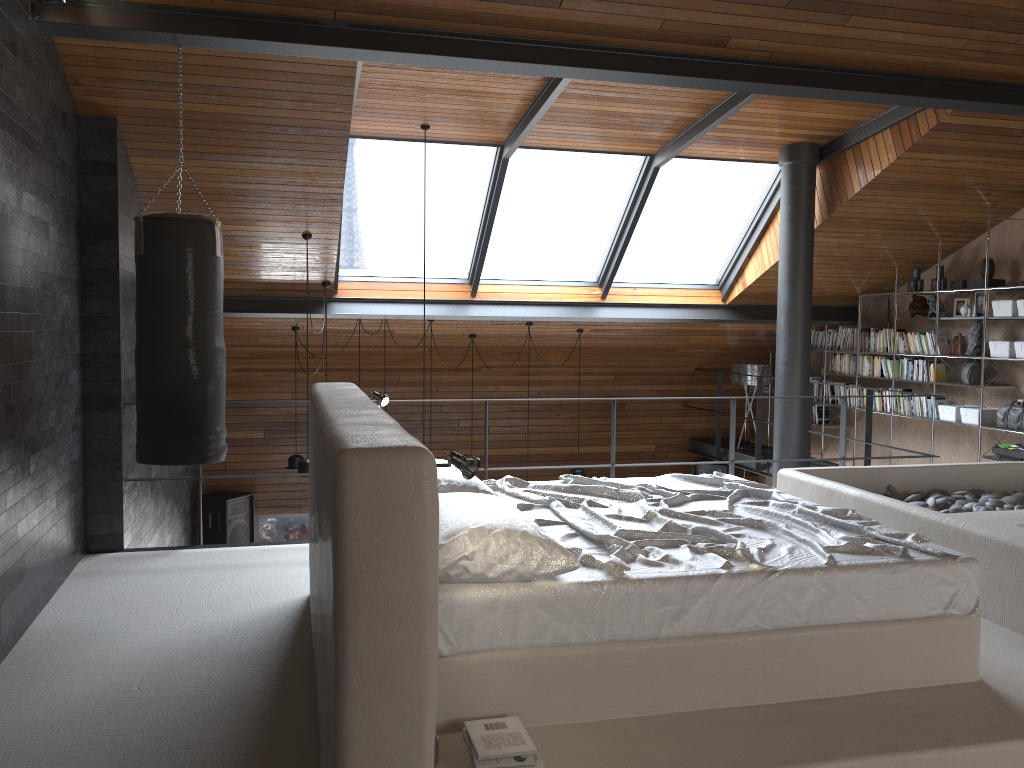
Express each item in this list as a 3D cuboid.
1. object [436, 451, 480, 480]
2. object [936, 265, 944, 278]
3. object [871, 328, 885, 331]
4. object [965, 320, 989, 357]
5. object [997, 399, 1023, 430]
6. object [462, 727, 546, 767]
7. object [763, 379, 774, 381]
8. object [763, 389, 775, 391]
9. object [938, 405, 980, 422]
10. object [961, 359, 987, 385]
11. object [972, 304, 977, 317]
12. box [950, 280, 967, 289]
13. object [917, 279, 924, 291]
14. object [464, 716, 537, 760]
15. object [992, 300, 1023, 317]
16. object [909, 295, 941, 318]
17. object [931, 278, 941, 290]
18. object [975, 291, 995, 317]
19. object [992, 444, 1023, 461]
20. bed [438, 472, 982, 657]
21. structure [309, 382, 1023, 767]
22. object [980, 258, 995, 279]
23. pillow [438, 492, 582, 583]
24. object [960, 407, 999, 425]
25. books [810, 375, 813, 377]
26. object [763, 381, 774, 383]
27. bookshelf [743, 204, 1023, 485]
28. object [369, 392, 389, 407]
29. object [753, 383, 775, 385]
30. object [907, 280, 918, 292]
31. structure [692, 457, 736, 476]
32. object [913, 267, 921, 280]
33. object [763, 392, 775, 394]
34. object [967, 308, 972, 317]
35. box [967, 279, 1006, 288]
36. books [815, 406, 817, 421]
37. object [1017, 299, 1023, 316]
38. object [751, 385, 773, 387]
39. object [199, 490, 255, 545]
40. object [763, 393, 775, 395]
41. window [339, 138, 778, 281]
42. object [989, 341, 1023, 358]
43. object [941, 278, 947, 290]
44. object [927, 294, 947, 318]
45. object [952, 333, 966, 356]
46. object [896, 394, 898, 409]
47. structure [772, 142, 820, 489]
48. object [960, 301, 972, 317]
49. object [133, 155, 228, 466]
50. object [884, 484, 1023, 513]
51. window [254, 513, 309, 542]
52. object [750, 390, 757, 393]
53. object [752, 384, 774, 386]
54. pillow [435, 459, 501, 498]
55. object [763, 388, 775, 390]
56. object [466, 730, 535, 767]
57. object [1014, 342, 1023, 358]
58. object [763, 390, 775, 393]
[{"bbox_3d":[-0.160,0.230,2.355,0.156,0.106,0.087,-1,4,-17],"label":"object"},{"bbox_3d":[3.917,-1.025,8.115,0.029,0.114,0.084,0,4,-2],"label":"object"},{"bbox_3d":[3.699,-0.445,8.968,0.146,0.240,0.023,0,4,-14],"label":"object"},{"bbox_3d":[4.008,-0.386,7.652,0.157,0.339,0.229,1,4,13],"label":"object"},{"bbox_3d":[4.143,0.249,7.218,0.166,0.247,0.376,0,4,-16],"label":"object"},{"bbox_3d":[-0.027,1.018,2.464,0.176,0.028,0.269,0,4,-14],"label":"object"},{"bbox_3d":[3.150,-0.051,11.171,0.233,0.021,0.174,0,4,-14],"label":"object"},{"bbox_3d":[3.208,0.072,10.919,0.201,0.013,0.161,0,4,-14],"label":"object"},{"bbox_3d":[3.980,0.260,7.875,0.295,0.136,0.228,0,4,-14],"label":"object"},{"bbox_3d":[4.031,-0.117,7.743,0.166,0.240,0.390,2,4,19],"label":"object"},{"bbox_3d":[3.961,-0.629,7.585,0.037,0.114,0.037,-1,4,-28],"label":"object"},{"bbox_3d":[4.011,-0.868,7.803,0.208,0.079,0.207,1,4,0],"label":"box"},{"bbox_3d":[3.826,-0.920,8.304,0.029,0.117,0.086,1,4,6],"label":"object"},{"bbox_3d":[-0.036,0.984,2.472,0.161,0.015,0.206,0,4,-14],"label":"object"},{"bbox_3d":[4.132,-0.619,7.270,0.295,0.136,0.228,0,4,-14],"label":"object"},{"bbox_3d":[3.870,-0.728,8.314,0.278,0.222,0.138,3,4,32],"label":"object"},{"bbox_3d":[3.907,-0.913,8.170,0.029,0.117,0.086,-1,4,-24],"label":"object"},{"bbox_3d":[4.027,-0.678,7.557,0.062,0.219,0.157,0,4,-14],"label":"object"},{"bbox_3d":[4.181,0.563,7.225,0.320,0.114,0.404,0,4,-14],"label":"object"},{"bbox_3d":[0.464,0.723,3.669,2.011,0.484,1.826,0,4,-14],"label":"bed"},{"bbox_3d":[1.481,0.609,3.915,4.614,1.120,2.634,0,4,-14],"label":"structure"},{"bbox_3d":[4.066,-0.981,7.580,0.115,0.177,0.115,1,4,11],"label":"object"},{"bbox_3d":[-0.127,0.493,3.018,0.502,0.176,0.837,0,4,-14],"label":"pillow"},{"bbox_3d":[4.045,0.277,7.616,0.295,0.136,0.228,0,4,-14],"label":"object"},{"bbox_3d":[3.366,-0.098,10.311,0.228,0.016,0.182,0,4,-14],"label":"books"},{"bbox_3d":[3.143,-0.026,11.155,0.252,0.028,0.180,0,4,-14],"label":"object"},{"bbox_3d":[4.464,0.685,6.149,0.421,6.219,10.740,0,4,-14],"label":"bookshelf"},{"bbox_3d":[-0.700,0.093,4.430,0.165,0.106,0.085,1,4,14],"label":"object"},{"bbox_3d":[3.146,-0.004,11.157,0.246,0.016,0.182,0,4,-14],"label":"object"},{"bbox_3d":[3.793,-0.926,8.396,0.029,0.117,0.086,-1,4,-28],"label":"object"},{"bbox_3d":[2.571,1.296,11.141,0.461,0.735,0.488,3,4,36],"label":"structure"},{"bbox_3d":[3.808,-1.038,8.342,0.029,0.114,0.084,0,4,-7],"label":"object"},{"bbox_3d":[3.221,0.109,10.935,0.226,0.012,0.159,0,4,-14],"label":"object"},{"bbox_3d":[3.939,-0.614,7.632,0.037,0.077,0.037,-1,4,-28],"label":"object"},{"bbox_3d":[4.056,-0.854,7.591,0.208,0.079,0.207,-1,4,-17],"label":"box"},{"bbox_3d":[3.452,0.342,9.886,0.131,0.205,0.051,0,4,-14],"label":"books"},{"bbox_3d":[4.195,-0.602,7.018,0.295,0.136,0.228,0,4,-14],"label":"object"},{"bbox_3d":[3.155,0.028,11.175,0.224,0.017,0.167,0,4,-14],"label":"object"},{"bbox_3d":[-3.138,2.353,9.637,0.686,2.298,0.639,2,4,24],"label":"object"},{"bbox_3d":[3.206,0.122,10.928,0.201,0.012,0.161,0,4,-14],"label":"object"},{"bbox_3d":[0.403,-1.529,8.038,3.818,1.031,1.213,0,4,-14],"label":"window"},{"bbox_3d":[4.122,-0.285,7.295,0.295,0.136,0.228,0,4,-14],"label":"object"},{"bbox_3d":[3.932,-0.906,8.075,0.029,0.117,0.086,1,4,11],"label":"object"},{"bbox_3d":[3.894,-0.712,8.113,0.197,0.220,0.102,-1,4,-30],"label":"object"},{"bbox_3d":[3.969,-0.355,7.882,0.082,0.202,0.227,3,4,37],"label":"object"},{"bbox_3d":[3.780,0.189,8.571,0.131,0.180,0.042,0,4,-14],"label":"object"},{"bbox_3d":[2.432,0.848,7.345,1.197,5.699,1.689,0,4,-14],"label":"structure"},{"bbox_3d":[3.969,-0.656,7.748,0.091,0.146,0.091,2,4,20],"label":"object"},{"bbox_3d":[-1.727,-0.384,4.635,0.445,1.603,0.442,1,4,14],"label":"object"},{"bbox_3d":[2.646,0.735,4.790,1.842,0.246,1.436,0,4,-14],"label":"object"},{"bbox_3d":[-0.333,2.175,11.338,5.936,1.522,0.101,0,4,-14],"label":"window"},{"bbox_3d":[3.144,0.099,11.178,0.234,0.025,0.176,0,4,-14],"label":"object"},{"bbox_3d":[3.146,0.012,11.157,0.246,0.016,0.182,0,4,-14],"label":"object"},{"bbox_3d":[-0.344,0.439,3.885,0.509,0.173,0.842,0,4,-14],"label":"pillow"},{"bbox_3d":[3.229,0.059,10.908,0.228,0.016,0.182,0,4,-14],"label":"object"},{"bbox_3d":[-0.036,0.999,2.457,0.159,0.015,0.231,0,4,-9],"label":"object"},{"bbox_3d":[4.187,-0.268,7.038,0.295,0.136,0.228,0,4,-14],"label":"object"},{"bbox_3d":[3.220,0.090,10.923,0.262,0.025,0.176,0,4,-14],"label":"object"}]
